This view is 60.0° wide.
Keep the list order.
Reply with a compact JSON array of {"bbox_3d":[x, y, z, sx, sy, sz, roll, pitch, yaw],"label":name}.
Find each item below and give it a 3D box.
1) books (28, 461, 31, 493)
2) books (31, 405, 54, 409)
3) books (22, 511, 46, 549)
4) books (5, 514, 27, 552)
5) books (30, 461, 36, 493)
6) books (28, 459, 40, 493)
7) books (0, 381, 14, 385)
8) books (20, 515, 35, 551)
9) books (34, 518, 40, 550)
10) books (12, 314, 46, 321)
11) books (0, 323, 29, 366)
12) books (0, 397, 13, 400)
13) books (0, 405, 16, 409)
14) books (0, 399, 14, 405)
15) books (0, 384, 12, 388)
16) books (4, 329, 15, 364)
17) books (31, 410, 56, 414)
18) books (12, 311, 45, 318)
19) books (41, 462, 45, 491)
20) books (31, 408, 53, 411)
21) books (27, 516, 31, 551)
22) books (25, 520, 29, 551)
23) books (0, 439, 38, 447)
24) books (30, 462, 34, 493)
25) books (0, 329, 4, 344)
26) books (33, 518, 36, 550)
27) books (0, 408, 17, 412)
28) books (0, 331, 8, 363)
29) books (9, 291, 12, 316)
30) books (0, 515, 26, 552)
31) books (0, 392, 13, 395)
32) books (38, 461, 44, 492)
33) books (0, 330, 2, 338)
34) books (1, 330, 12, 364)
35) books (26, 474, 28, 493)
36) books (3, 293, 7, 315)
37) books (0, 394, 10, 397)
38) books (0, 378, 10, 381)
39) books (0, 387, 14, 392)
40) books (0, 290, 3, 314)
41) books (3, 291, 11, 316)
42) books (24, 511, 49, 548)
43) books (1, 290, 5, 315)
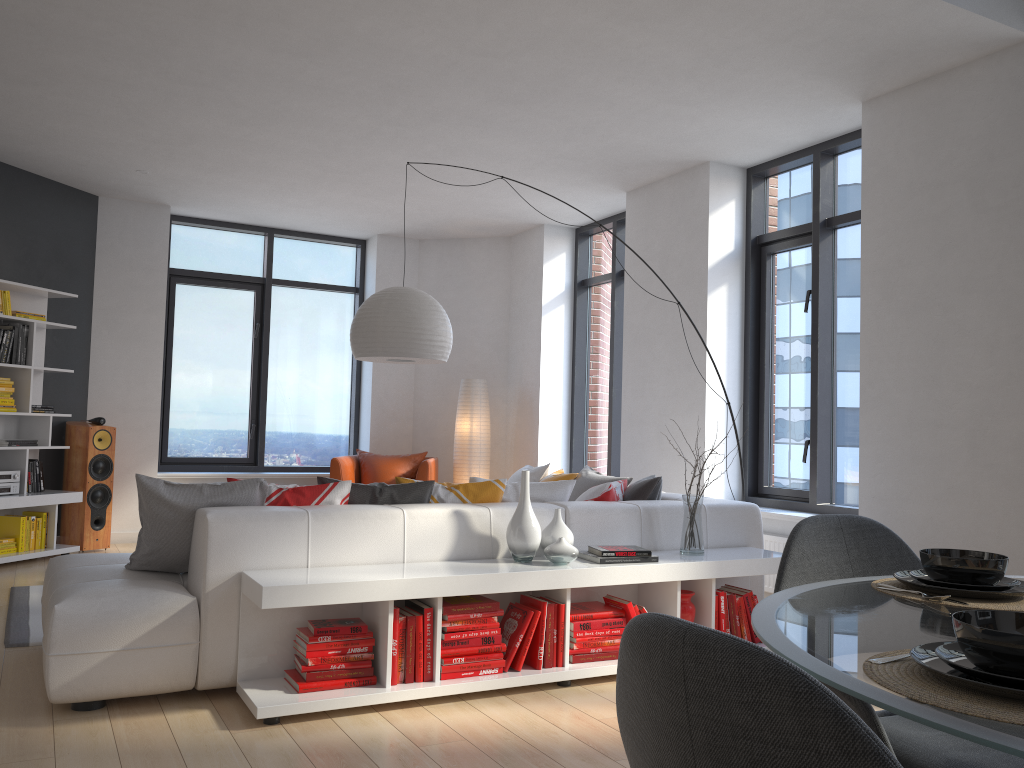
[{"bbox_3d":[-3.718,0.702,6.699,0.189,0.240,0.053,1,-3,17],"label":"books"},{"bbox_3d":[-3.670,0.174,6.821,0.161,0.023,0.213,1,-3,20],"label":"books"},{"bbox_3d":[-3.637,1.110,6.742,0.204,0.270,0.029,1,-3,17],"label":"books"},{"bbox_3d":[-3.685,1.104,6.574,0.199,0.263,0.015,1,-3,17],"label":"books"},{"bbox_3d":[-3.691,0.702,6.739,0.169,0.242,0.050,1,-3,16],"label":"books"},{"bbox_3d":[-3.693,0.699,6.770,0.193,0.255,0.066,1,-3,16],"label":"books"},{"bbox_3d":[-3.812,-0.013,6.502,0.163,0.023,0.223,0,-3,21],"label":"books"},{"bbox_3d":[-3.661,1.113,6.636,0.185,0.250,0.035,1,-3,17],"label":"books"},{"bbox_3d":[-3.644,1.124,6.686,0.172,0.234,0.024,1,-3,17],"label":"books"},{"bbox_3d":[-3.705,-0.497,6.707,0.194,0.028,0.257,0,-3,22],"label":"books"},{"bbox_3d":[-3.763,-0.293,6.626,0.259,0.321,0.128,1,-3,17],"label":"books"},{"bbox_3d":[-3.826,0.100,6.484,0.189,0.014,0.251,1,-3,20],"label":"books"},{"bbox_3d":[-3.809,0.162,6.477,0.203,0.024,0.257,1,-3,20],"label":"books"},{"bbox_3d":[-3.812,0.128,6.481,0.189,0.042,0.243,1,-3,17],"label":"books"},{"bbox_3d":[-3.819,0.009,6.495,0.160,0.022,0.227,0,-4,32],"label":"books"},{"bbox_3d":[-3.766,-0.274,6.524,0.197,0.260,0.066,1,-3,17],"label":"books"},{"bbox_3d":[-3.655,0.212,6.813,0.161,0.023,0.213,1,-3,20],"label":"books"},{"bbox_3d":[-3.714,-0.523,6.708,0.203,0.024,0.257,1,-3,20],"label":"books"},{"bbox_3d":[-3.698,0.712,6.837,0.179,0.233,0.077,1,-3,17],"label":"books"},{"bbox_3d":[-3.657,0.193,6.814,0.142,0.015,0.198,1,-3,15],"label":"books"},{"bbox_3d":[-3.671,1.111,6.611,0.180,0.251,0.019,1,-3,17],"label":"books"},{"bbox_3d":[-3.660,1.123,6.585,0.156,0.229,0.024,1,-3,17],"label":"books"},{"bbox_3d":[-3.761,0.439,6.630,0.250,0.047,0.310,1,-3,12],"label":"books"},{"bbox_3d":[-3.705,0.705,6.720,0.170,0.236,0.049,1,-3,17],"label":"books"},{"bbox_3d":[-3.795,-0.277,6.430,0.192,0.254,0.075,1,-3,16],"label":"books"},{"bbox_3d":[-3.655,1.120,6.664,0.169,0.239,0.023,1,-3,17],"label":"books"},{"bbox_3d":[-3.801,0.188,6.476,0.194,0.028,0.257,0,-3,22],"label":"books"},{"bbox_3d":[-3.775,-0.270,6.451,0.179,0.243,0.071,1,-3,16],"label":"books"},{"bbox_3d":[-3.733,-0.588,6.502,0.142,0.184,0.044,1,-3,18],"label":"books"},{"bbox_3d":[-3.691,1.105,6.544,0.198,0.255,0.044,1,-3,17],"label":"books"},{"bbox_3d":[-3.821,0.063,6.488,0.171,0.019,0.239,1,-3,17],"label":"books"},{"bbox_3d":[-3.677,0.706,6.796,0.177,0.242,0.066,1,-3,17],"label":"books"},{"bbox_3d":[-3.776,-0.270,6.400,0.172,0.242,0.069,1,-3,18],"label":"books"},{"bbox_3d":[-3.775,-0.271,6.491,0.191,0.249,0.084,1,-3,17],"label":"books"},{"bbox_3d":[-3.731,0.685,6.670,0.202,0.268,0.053,1,-3,17],"label":"books"},{"bbox_3d":[-3.725,-0.578,6.449,0.108,0.161,0.046,1,-3,16],"label":"books"},{"bbox_3d":[-3.809,0.082,6.470,0.145,0.023,0.217,0,-3,21],"label":"books"},{"bbox_3d":[-3.836,-0.038,6.501,0.163,0.023,0.223,0,-3,21],"label":"books"},{"bbox_3d":[-3.816,0.038,6.499,0.176,0.033,0.239,1,-3,20],"label":"books"},{"bbox_3d":[-3.753,-0.590,6.419,0.132,0.180,0.054,1,-3,17],"label":"books"},{"bbox_3d":[-3.731,-0.589,6.477,0.141,0.184,0.064,1,-3,18],"label":"books"},{"bbox_3d":[-3.638,1.111,6.771,0.213,0.270,0.025,1,-3,17],"label":"books"},{"bbox_3d":[-3.741,-0.588,6.436,0.128,0.178,0.044,1,-3,17],"label":"books"}]
